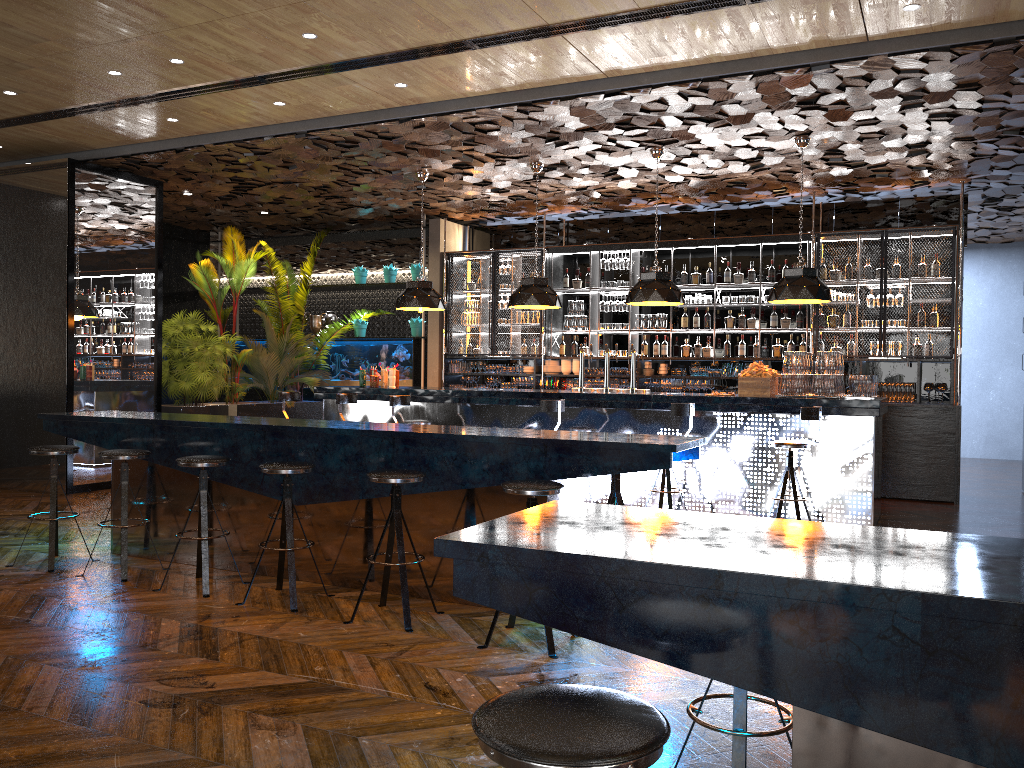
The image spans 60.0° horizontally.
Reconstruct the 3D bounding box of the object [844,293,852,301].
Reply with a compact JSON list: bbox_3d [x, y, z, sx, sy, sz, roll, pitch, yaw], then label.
[{"bbox_3d":[4.034,-1.040,10.654,0.089,0.092,0.089,1,1,-13],"label":"object"}]

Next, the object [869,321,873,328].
[{"bbox_3d":[4.282,-0.712,10.626,0.089,0.092,0.089,1,1,-7],"label":"object"}]

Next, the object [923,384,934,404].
[{"bbox_3d":[4.762,0.109,10.140,0.101,0.227,0.101,1,1,3],"label":"object"}]

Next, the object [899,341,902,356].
[{"bbox_3d":[4.557,-0.399,10.500,0.105,0.209,0.105,1,1,11],"label":"object"}]

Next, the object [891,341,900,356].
[{"bbox_3d":[4.499,-0.398,10.408,0.105,0.209,0.105,1,1,11],"label":"object"}]

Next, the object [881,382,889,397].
[{"bbox_3d":[4.352,0.097,10.349,0.079,0.231,0.079,1,1,2],"label":"object"}]

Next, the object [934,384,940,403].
[{"bbox_3d":[4.959,0.109,10.306,0.101,0.227,0.101,1,1,3],"label":"object"}]

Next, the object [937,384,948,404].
[{"bbox_3d":[4.909,0.111,10.113,0.101,0.227,0.101,1,1,3],"label":"object"}]

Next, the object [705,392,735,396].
[{"bbox_3d":[1.968,0.098,8.387,0.377,0.045,0.198,0,1,-26],"label":"object"}]

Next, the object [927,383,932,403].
[{"bbox_3d":[4.853,0.107,10.327,0.101,0.227,0.101,1,1,3],"label":"object"}]

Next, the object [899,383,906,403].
[{"bbox_3d":[4.520,0.101,10.263,0.079,0.231,0.079,0,1,-28],"label":"object"}]

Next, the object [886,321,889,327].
[{"bbox_3d":[4.478,-0.709,10.607,0.089,0.092,0.089,1,1,2],"label":"object"}]

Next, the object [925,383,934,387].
[{"bbox_3d":[4.808,0.108,10.233,0.101,0.227,0.101,1,1,3],"label":"object"}]

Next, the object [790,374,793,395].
[{"bbox_3d":[2.556,0.011,8.200,0.105,0.209,0.105,0,1,-39],"label":"object"}]

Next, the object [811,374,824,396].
[{"bbox_3d":[2.753,0.017,7.987,0.105,0.209,0.105,0,1,-39],"label":"object"}]

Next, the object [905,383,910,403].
[{"bbox_3d":[4.603,0.101,10.323,0.079,0.231,0.079,1,1,6],"label":"object"}]

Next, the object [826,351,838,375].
[{"bbox_3d":[2.884,-0.190,7.994,0.105,0.209,0.105,0,1,-39],"label":"object"}]

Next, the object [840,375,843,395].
[{"bbox_3d":[3.100,0.015,8.452,0.105,0.209,0.105,0,1,-39],"label":"object"}]

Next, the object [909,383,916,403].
[{"bbox_3d":[4.613,0.103,10.220,0.079,0.231,0.079,1,1,22],"label":"object"}]

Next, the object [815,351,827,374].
[{"bbox_3d":[2.800,-0.192,8.029,0.105,0.209,0.105,0,1,-39],"label":"object"}]

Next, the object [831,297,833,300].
[{"bbox_3d":[3.836,-1.067,10.736,0.089,0.092,0.089,0,1,-38],"label":"object"}]

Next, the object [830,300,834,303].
[{"bbox_3d":[3.918,-1.045,10.857,0.089,0.092,0.089,0,1,-41],"label":"object"}]

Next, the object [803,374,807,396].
[{"bbox_3d":[2.657,0.013,8.160,0.105,0.209,0.105,0,1,-39],"label":"object"}]

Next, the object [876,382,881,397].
[{"bbox_3d":[4.275,0.096,10.384,0.079,0.231,0.079,1,1,22],"label":"object"}]

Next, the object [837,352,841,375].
[{"bbox_3d":[2.946,-0.191,8.094,0.105,0.209,0.105,0,1,-39],"label":"object"}]

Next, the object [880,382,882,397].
[{"bbox_3d":[4.421,0.095,10.606,0.079,0.231,0.079,1,1,36],"label":"object"}]

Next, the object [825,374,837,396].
[{"bbox_3d":[2.859,0.019,7.950,0.105,0.209,0.105,0,1,-39],"label":"object"}]

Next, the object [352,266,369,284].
[{"bbox_3d":[-2.347,-1.680,13.722,0.265,0.325,0.245,1,1,-10],"label":"object"}]

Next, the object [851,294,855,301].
[{"bbox_3d":[4.126,-1.041,10.791,0.089,0.092,0.089,0,1,-38],"label":"object"}]

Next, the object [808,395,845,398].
[{"bbox_3d":[2.867,0.114,8.086,0.273,0.019,0.437,1,1,26],"label":"object"}]

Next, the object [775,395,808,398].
[{"bbox_3d":[2.609,0.109,8.202,0.273,0.019,0.437,1,1,26],"label":"object"}]

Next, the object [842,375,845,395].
[{"bbox_3d":[3.160,0.014,8.559,0.105,0.209,0.105,0,1,-39],"label":"object"}]

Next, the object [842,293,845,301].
[{"bbox_3d":[4.038,-1.063,10.841,0.089,0.092,0.089,1,1,12],"label":"object"}]

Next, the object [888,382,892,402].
[{"bbox_3d":[4.434,0.098,10.401,0.079,0.231,0.079,1,1,36],"label":"object"}]

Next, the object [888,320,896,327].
[{"bbox_3d":[4.468,-0.706,10.420,0.089,0.092,0.089,1,1,10],"label":"object"}]

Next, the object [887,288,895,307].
[{"bbox_3d":[4.514,-1.044,10.574,0.092,0.244,0.092,1,1,20],"label":"object"}]

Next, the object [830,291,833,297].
[{"bbox_3d":[3.836,-1.093,10.736,0.089,0.092,0.089,0,1,-38],"label":"object"}]

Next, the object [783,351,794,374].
[{"bbox_3d":[2.542,-0.197,8.145,0.105,0.209,0.105,0,1,-39],"label":"object"}]

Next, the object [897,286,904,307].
[{"bbox_3d":[4.607,-1.042,10.529,0.092,0.244,0.092,1,1,20],"label":"object"}]

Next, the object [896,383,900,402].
[{"bbox_3d":[4.518,0.099,10.367,0.079,0.231,0.079,1,1,27],"label":"object"}]

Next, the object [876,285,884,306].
[{"bbox_3d":[4.353,-1.044,10.469,0.092,0.244,0.092,1,1,20],"label":"object"}]

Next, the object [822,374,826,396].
[{"bbox_3d":[2.814,0.017,8.085,0.105,0.209,0.105,0,1,-39],"label":"object"}]

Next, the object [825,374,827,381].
[{"bbox_3d":[2.866,0.016,8.192,0.105,0.209,0.105,0,1,-39],"label":"object"}]

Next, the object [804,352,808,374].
[{"bbox_3d":[2.688,-0.196,8.210,0.105,0.209,0.105,0,1,-39],"label":"object"}]

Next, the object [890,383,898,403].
[{"bbox_3d":[4.440,0.099,10.306,0.079,0.231,0.079,0,1,-37],"label":"object"}]

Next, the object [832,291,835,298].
[{"bbox_3d":[3.918,-1.093,10.856,0.089,0.092,0.089,1,1,10],"label":"object"}]

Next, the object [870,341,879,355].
[{"bbox_3d":[4.292,-0.403,10.505,0.105,0.209,0.105,1,1,11],"label":"object"}]

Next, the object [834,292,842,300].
[{"bbox_3d":[3.941,-1.063,10.713,0.089,0.092,0.089,0,1,-38],"label":"object"}]

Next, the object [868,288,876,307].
[{"bbox_3d":[4.326,-1.047,10.666,0.092,0.244,0.092,1,1,20],"label":"object"}]

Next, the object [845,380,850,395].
[{"bbox_3d":[4.044,0.082,10.571,0.158,0.248,0.158,1,1,20],"label":"object"}]

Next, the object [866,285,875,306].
[{"bbox_3d":[4.254,-1.046,10.517,0.092,0.244,0.092,1,1,20],"label":"object"}]

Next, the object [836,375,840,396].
[{"bbox_3d":[2.916,0.019,8.044,0.105,0.209,0.105,0,1,-39],"label":"object"}]

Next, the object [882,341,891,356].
[{"bbox_3d":[4.428,-0.401,10.509,0.105,0.209,0.105,1,1,11],"label":"object"}]

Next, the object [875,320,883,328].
[{"bbox_3d":[4.366,-0.710,10.537,0.089,0.092,0.089,1,1,27],"label":"object"}]

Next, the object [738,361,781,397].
[{"bbox_3d":[2.328,-0.049,8.319,0.340,0.332,0.464,1,1,29],"label":"object"}]
